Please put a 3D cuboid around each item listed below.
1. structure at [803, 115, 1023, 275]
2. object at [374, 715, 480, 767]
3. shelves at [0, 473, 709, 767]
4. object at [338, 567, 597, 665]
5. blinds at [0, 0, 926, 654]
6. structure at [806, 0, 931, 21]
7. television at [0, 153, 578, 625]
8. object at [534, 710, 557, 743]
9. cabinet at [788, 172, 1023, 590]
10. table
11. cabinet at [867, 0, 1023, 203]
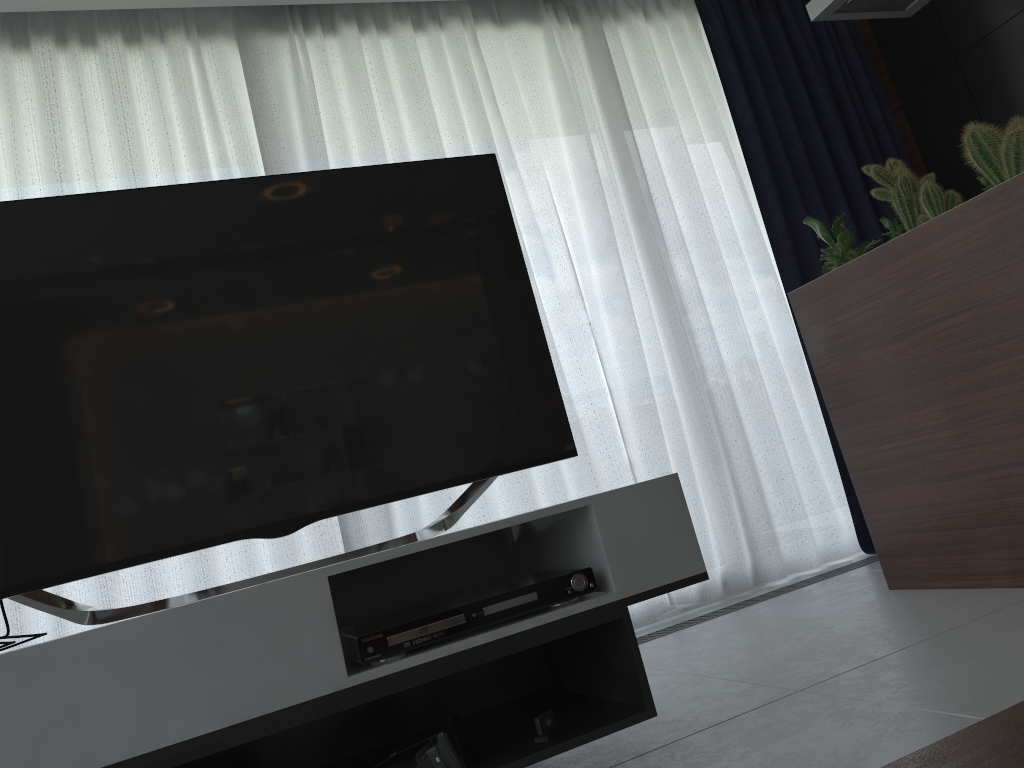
[{"bbox_3d":[1.119,-0.542,2.508,0.224,0.291,0.979,-11,-9,-19],"label":"structure"},{"bbox_3d":[-0.159,0.624,1.487,0.183,0.080,0.115,-16,-10,7],"label":"object"},{"bbox_3d":[-0.833,0.726,1.577,2.362,0.508,0.854,-12,-10,-22],"label":"shelves"},{"bbox_3d":[-0.101,0.428,1.640,0.432,0.054,0.328,-12,-9,-22],"label":"object"},{"bbox_3d":[0.255,-0.991,0.060,5.828,2.821,6.986,-12,-9,-18],"label":"blinds"},{"bbox_3d":[1.269,-1.723,2.635,0.449,0.773,1.021,-10,-11,-22],"label":"structure"},{"bbox_3d":[-0.509,-0.025,1.711,1.237,0.800,0.291,-11,-13,-22],"label":"television"},{"bbox_3d":[0.058,0.586,1.511,0.044,0.044,0.043,-11,-11,-21],"label":"object"},{"bbox_3d":[1.691,-1.026,1.641,0.790,2.595,3.263,-10,-11,-22],"label":"cabinet"},{"bbox_3d":[0.320,0.270,0.032,0.805,0.358,0.788,-11,-10,-22],"label":"table"},{"bbox_3d":[2.875,-1.192,2.669,0.709,2.597,3.403,-10,-11,-22],"label":"cabinet"}]
